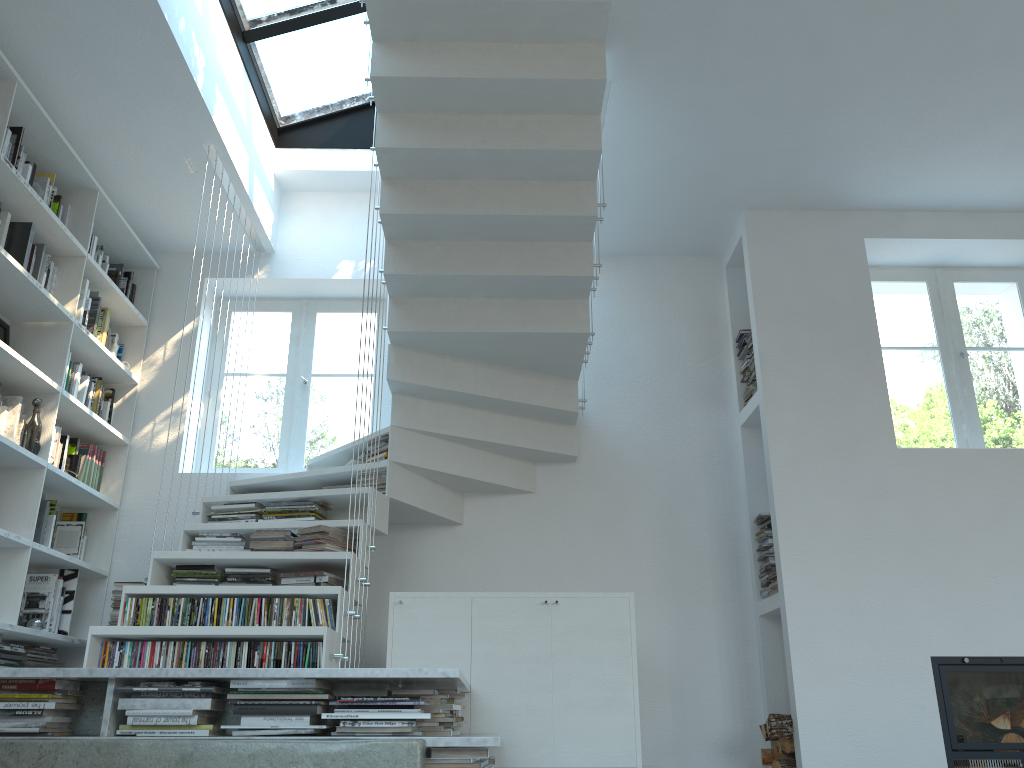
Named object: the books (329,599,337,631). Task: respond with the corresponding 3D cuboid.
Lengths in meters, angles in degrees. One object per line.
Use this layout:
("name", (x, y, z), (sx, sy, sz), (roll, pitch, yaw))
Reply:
("books", (-0.683, 0.902, 3.428), (0.034, 0.123, 0.126), (0, -21, -1))

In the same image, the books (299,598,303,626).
("books", (-0.805, 0.900, 3.426), (0.008, 0.125, 0.126), (0, -21, -1))

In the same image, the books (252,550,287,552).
("books", (-1.085, 0.773, 4.022), (0.155, 0.013, 0.140), (0, -21, 1))

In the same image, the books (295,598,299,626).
("books", (-0.820, 0.899, 3.426), (0.008, 0.125, 0.126), (0, -21, -1))

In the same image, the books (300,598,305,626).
("books", (-0.798, 0.900, 3.426), (0.007, 0.124, 0.126), (0, -21, -1))

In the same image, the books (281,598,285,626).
("books", (-0.873, 0.899, 3.425), (0.007, 0.124, 0.126), (0, -21, -1))

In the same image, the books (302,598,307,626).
("books", (-0.790, 0.900, 3.426), (0.008, 0.125, 0.126), (0, -21, -1))

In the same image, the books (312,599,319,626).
("books", (-0.746, 0.902, 3.427), (0.036, 0.122, 0.126), (0, -21, -1))

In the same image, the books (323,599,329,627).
("books", (-0.708, 0.902, 3.427), (0.035, 0.123, 0.126), (0, -21, -1))

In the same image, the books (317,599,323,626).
("books", (-0.731, 0.901, 3.427), (0.034, 0.123, 0.126), (0, -21, -1))

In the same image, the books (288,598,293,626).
("books", (-0.844, 0.899, 3.426), (0.008, 0.125, 0.126), (0, -21, -1))

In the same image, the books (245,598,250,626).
("books", (-1.009, 0.898, 3.423), (0.011, 0.125, 0.126), (0, -21, -1))

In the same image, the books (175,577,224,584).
("books", (-1.357, 0.863, 3.864), (0.181, 0.022, 0.141), (3, -21, -7))

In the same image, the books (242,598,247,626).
("books", (-1.019, 0.898, 3.423), (0.009, 0.125, 0.126), (0, -21, -1))

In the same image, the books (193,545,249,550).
("books", (-1.342, 0.772, 4.111), (0.230, 0.019, 0.144), (1, -21, -2))

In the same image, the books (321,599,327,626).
("books", (-0.715, 0.902, 3.427), (0.036, 0.122, 0.126), (0, -21, -1))

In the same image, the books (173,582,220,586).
("books", (-1.357, 0.881, 3.865), (0.198, 0.010, 0.132), (-1, -21, 3))

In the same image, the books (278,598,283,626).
("books", (-0.881, 0.899, 3.425), (0.009, 0.125, 0.126), (0, -21, -1))

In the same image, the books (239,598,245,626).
("books", (-1.029, 0.898, 3.423), (0.013, 0.125, 0.126), (0, -21, -1))

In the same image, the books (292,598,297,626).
("books", (-0.829, 0.899, 3.426), (0.010, 0.125, 0.126), (0, -21, -1))

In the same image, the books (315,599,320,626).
("books", (-0.738, 0.901, 3.427), (0.034, 0.123, 0.126), (0, -21, -1))

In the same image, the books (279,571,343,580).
("books", (-0.854, 0.825, 3.785), (0.212, 0.014, 0.169), (-7, -22, 18))

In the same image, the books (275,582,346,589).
("books", (-0.853, 0.862, 3.775), (0.254, 0.007, 0.161), (-7, -22, 18))

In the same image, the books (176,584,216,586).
("books", (-1.357, 0.890, 3.854), (0.166, 0.015, 0.146), (2, -21, -6))

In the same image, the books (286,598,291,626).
("books", (-0.851, 0.899, 3.426), (0.008, 0.125, 0.126), (0, -21, -1))

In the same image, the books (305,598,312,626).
("books", (-0.780, 0.900, 3.427), (0.011, 0.125, 0.126), (0, -21, -1))

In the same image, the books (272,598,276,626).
("books", (-0.906, 0.899, 3.425), (0.008, 0.125, 0.126), (0, -21, -1))

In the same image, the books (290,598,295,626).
("books", (-0.836, 0.899, 3.426), (0.010, 0.125, 0.126), (0, -21, -1))

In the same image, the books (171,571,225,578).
("books", (-1.356, 0.833, 3.848), (0.188, 0.006, 0.199), (2, -21, -4))

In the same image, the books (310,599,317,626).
("books", (-0.754, 0.901, 3.426), (0.035, 0.123, 0.126), (0, -21, -1))

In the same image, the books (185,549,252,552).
("books", (-1.342, 0.786, 4.104), (0.297, 0.012, 0.146), (1, -21, -2))

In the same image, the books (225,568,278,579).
("books", (-1.133, 0.825, 3.864), (0.194, 0.014, 0.178), (2, -21, -6))

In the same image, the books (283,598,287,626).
("books", (-0.865, 0.899, 3.425), (0.007, 0.124, 0.126), (0, -21, -1))

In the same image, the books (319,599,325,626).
("books", (-0.723, 0.902, 3.427), (0.035, 0.123, 0.126), (0, -21, -1))

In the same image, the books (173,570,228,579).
("books", (-1.356, 0.832, 3.871), (0.195, 0.012, 0.161), (1, -21, -3))

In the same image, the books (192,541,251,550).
("books", (-1.342, 0.753, 4.112), (0.239, 0.016, 0.150), (1, -21, -3))

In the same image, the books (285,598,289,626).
("books", (-0.858, 0.899, 3.425), (0.008, 0.125, 0.126), (0, -21, -1))

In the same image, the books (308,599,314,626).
("books", (-0.762, 0.901, 3.426), (0.034, 0.123, 0.126), (0, -21, -1))

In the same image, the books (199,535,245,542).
("books", (-1.342, 0.727, 4.116), (0.180, 0.014, 0.158), (2, -21, -5))

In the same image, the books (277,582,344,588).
("books", (-0.858, 0.869, 3.757), (0.240, 0.019, 0.172), (-9, -23, 22))

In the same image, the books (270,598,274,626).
("books", (-0.914, 0.899, 3.425), (0.007, 0.124, 0.126), (0, -21, -1))

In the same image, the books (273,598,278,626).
("books", (-0.899, 0.899, 3.425), (0.008, 0.125, 0.126), (0, -21, -1))

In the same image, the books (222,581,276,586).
("books", (-1.133, 0.878, 3.857), (0.219, 0.013, 0.150), (-2, -21, 4))

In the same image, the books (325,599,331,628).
("books", (-0.700, 0.902, 3.427), (0.034, 0.123, 0.126), (0, -21, -1))

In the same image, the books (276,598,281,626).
("books", (-0.890, 0.899, 3.425), (0.010, 0.125, 0.126), (0, -21, -1))

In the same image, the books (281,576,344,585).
("books", (-0.850, 0.848, 3.788), (0.222, 0.028, 0.141), (-7, -22, 17))

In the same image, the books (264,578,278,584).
("books", (-1.133, 0.863, 3.882), (0.185, 0.008, 0.130), (1, -21, -2))

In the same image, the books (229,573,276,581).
("books", (-1.133, 0.849, 3.881), (0.178, 0.017, 0.134), (-1, -21, 3))

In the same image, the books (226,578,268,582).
("books", (-1.133, 0.861, 3.849), (0.155, 0.012, 0.190), (-1, -21, 2))

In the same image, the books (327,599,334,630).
("books", (-0.692, 0.902, 3.427), (0.036, 0.122, 0.126), (0, -21, -1))

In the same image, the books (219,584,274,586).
("books", (-1.133, 0.886, 3.841), (0.225, 0.013, 0.185), (1, -21, -3))

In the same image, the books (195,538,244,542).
("books", (-1.341, 0.735, 4.102), (0.203, 0.011, 0.174), (2, -21, -6))

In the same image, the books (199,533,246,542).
("books", (-1.342, 0.714, 4.124), (0.180, 0.014, 0.158), (1, -21, -3))

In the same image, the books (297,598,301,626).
("books", (-0.813, 0.899, 3.426), (0.008, 0.125, 0.126), (0, -21, -1))

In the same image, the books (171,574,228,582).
("books", (-1.356, 0.847, 3.863), (0.208, 0.009, 0.160), (2, -21, -5))
